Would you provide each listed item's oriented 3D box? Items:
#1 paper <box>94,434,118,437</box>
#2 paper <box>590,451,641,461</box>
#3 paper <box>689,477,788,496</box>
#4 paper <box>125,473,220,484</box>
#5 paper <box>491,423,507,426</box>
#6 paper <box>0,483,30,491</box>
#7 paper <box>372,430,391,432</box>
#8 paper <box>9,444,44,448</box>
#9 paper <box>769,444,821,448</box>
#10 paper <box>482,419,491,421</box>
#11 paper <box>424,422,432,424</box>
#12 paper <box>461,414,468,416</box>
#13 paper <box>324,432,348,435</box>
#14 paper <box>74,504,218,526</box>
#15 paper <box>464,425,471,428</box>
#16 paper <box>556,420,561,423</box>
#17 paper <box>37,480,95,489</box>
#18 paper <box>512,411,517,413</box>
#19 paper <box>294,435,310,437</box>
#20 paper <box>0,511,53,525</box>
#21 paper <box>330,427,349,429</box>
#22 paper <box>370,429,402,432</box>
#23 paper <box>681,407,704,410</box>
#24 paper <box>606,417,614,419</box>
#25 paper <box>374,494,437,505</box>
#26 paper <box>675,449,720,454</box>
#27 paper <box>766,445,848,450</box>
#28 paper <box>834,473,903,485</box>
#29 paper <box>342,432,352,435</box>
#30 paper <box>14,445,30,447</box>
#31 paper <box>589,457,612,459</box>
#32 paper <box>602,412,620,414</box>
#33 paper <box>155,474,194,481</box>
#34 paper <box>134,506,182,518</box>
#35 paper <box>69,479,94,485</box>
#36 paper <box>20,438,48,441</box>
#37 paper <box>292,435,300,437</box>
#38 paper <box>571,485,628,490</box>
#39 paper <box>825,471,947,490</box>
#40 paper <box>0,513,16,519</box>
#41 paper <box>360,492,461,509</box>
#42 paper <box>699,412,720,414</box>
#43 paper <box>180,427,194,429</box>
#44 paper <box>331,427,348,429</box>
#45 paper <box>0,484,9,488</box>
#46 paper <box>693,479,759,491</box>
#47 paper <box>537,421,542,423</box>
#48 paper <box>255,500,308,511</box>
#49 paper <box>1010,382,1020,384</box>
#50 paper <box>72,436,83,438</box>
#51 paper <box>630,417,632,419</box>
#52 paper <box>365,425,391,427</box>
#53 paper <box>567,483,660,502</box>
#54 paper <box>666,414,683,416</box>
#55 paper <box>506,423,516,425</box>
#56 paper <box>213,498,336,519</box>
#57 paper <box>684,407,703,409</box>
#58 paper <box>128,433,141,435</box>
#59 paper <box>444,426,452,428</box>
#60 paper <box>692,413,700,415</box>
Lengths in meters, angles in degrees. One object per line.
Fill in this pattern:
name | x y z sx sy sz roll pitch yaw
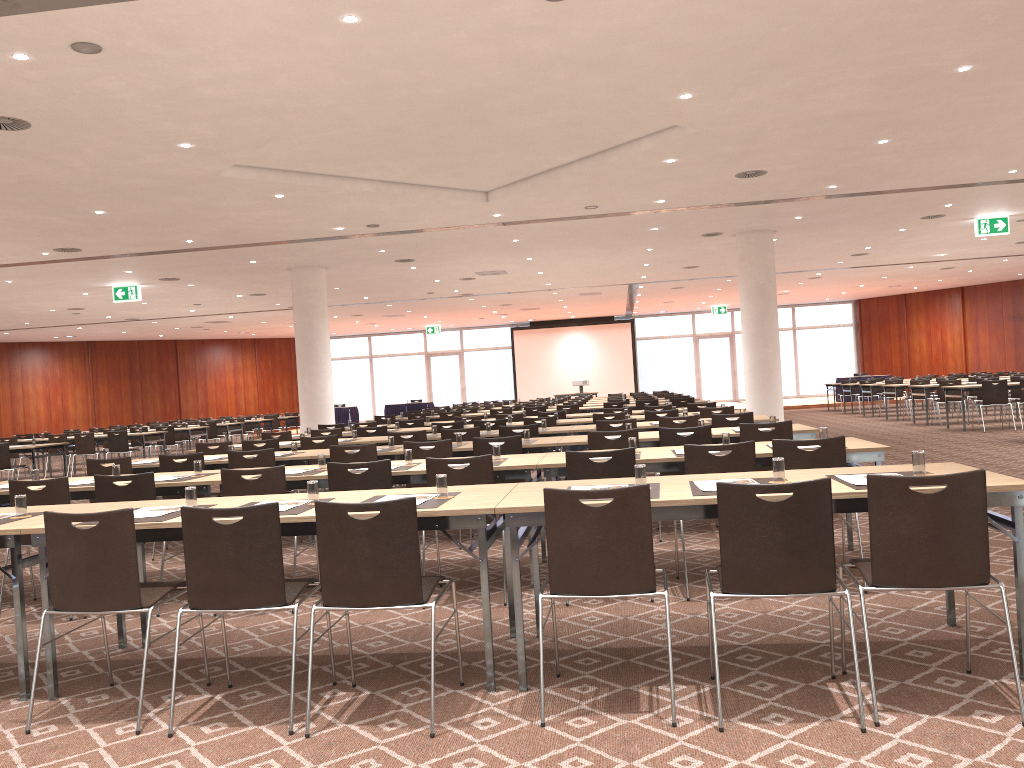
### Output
paper | -8.723 1.101 18.925 0.460 0.003 0.565 -4 0 5
paper | 0.663 0.505 6.181 0.460 0.003 0.565 -4 0 9
paper | 1.069 0.477 4.142 0.460 0.003 0.565 -4 0 10
paper | -2.507 0.700 6.587 0.460 0.003 0.565 -4 0 10
paper | -0.244 0.568 12.406 0.283 0.006 0.398 -4 0 11
paper | -3.828 0.781 6.742 0.460 0.003 0.565 -4 0 9
paper | -1.862 0.667 12.595 0.283 0.006 0.398 -4 0 7
paper | -8.506 1.081 15.370 0.460 0.003 0.565 -4 0 4
paper | 1.932 0.424 6.082 0.283 0.006 0.398 -4 0 7
paper | -0.610 0.597 14.389 0.460 0.003 0.565 -4 0 10
paper | -1.580 0.657 14.507 0.460 0.003 0.565 -4 0 4
paper | -1.141 0.636 17.983 0.460 0.003 0.565 -4 0 8
paper | -2.520 0.707 12.678 0.283 0.006 0.398 -4 0 7
paper | -1.822 0.654 4.447 0.460 0.003 0.565 -4 0 7
paper | -0.831 0.607 12.390 0.460 0.003 0.565 -4 0 4
paper | 0.430 0.530 12.256 0.460 0.003 0.565 -4 0 6
paper | -3.171 0.740 6.653 0.460 0.003 0.565 -4 0 6
paper | -0.164 0.576 17.857 0.460 0.003 0.565 -4 0 7
paper | -3.103 0.747 12.701 0.460 0.003 0.565 -4 0 6
paper | -2.755 0.711 4.576 0.460 0.003 0.565 -4 0 5
paper | -2.857 0.735 14.652 0.460 0.003 0.565 -4 0 8
paper | -1.822 0.668 12.518 0.460 0.003 0.565 -4 0 4
paper | 2.911 0.382 13.976 0.460 0.003 0.565 -4 0 8
paper | 1.350 0.470 12.182 0.283 0.006 0.398 -4 0 8
paper | -0.542 0.572 4.375 0.283 0.006 0.398 -4 0 10
paper | 1.281 0.464 6.155 0.283 0.006 0.398 -4 0 8
paper | 1.990 0.424 6.024 0.460 0.003 0.565 -4 0 10
paper | 1.678 0.436 4.079 0.283 0.006 0.398 -4 0 7
paper | -2.440 0.706 12.606 0.460 0.003 0.565 -4 0 6
paper | -8.562 1.081 15.407 0.283 0.006 0.398 -4 0 6
paper | 0.633 0.503 6.236 0.283 0.006 0.398 -4 0 7
paper | 1.582 0.459 14.192 0.283 0.006 0.398 -4 0 7
paper | -2.577 0.700 6.629 0.283 0.006 0.398 -4 0 8
paper | -1.840 0.651 4.528 0.283 0.006 0.398 -4 0 5
paper | -3.232 0.740 6.735 0.283 0.006 0.398 -4 0 7
paper | -10.303 1.197 19.119 0.460 0.003 0.565 -4 0 8
paper | -3.123 0.744 12.757 0.283 0.006 0.398 -4 0 9
paper | 0.420 0.513 4.277 0.283 0.006 0.398 -4 0 7
paper | 1.731 0.436 4.042 0.460 0.003 0.565 -4 0 7
paper | -2.812 0.711 4.662 0.283 0.006 0.398 -4 0 9
paper | -0.530 0.575 4.341 0.460 0.003 0.565 -4 0 8
paper | 2.675 0.389 12.044 0.283 0.006 0.398 -4 0 8
paper | -7.829 1.049 20.811 0.460 0.003 0.565 -4 0 10
paper | -2.881 0.733 14.761 0.283 0.006 0.398 -4 0 7
paper | -3.862 0.779 6.814 0.283 0.006 0.398 -4 0 8
paper | 1.023 0.476 4.205 0.283 0.006 0.398 -4 0 5
paper | 0.380 0.529 12.314 0.283 0.006 0.398 -4 0 6
paper | -1.199 0.612 4.451 0.283 0.006 0.398 -4 0 8
paper | 9.501 -0.016 16.690 0.460 0.003 0.565 -4 0 5
paper | -9.365 1.140 18.985 0.460 0.003 0.565 -4 0 4
paper | 1.408 0.470 12.120 0.460 0.003 0.565 -4 0 6
paper | -2.230 0.697 14.596 0.460 0.003 0.565 -4 0 6
paper | 0.469 0.514 4.216 0.460 0.003 0.565 -4 0 10
paper | 2.073 0.429 12.067 0.460 0.003 0.565 -4 0 6
paper | -0.202 0.569 12.312 0.460 0.003 0.565 -4 0 8
paper | -1.186 0.615 4.400 0.460 0.003 0.565 -4 0 7
paper | 2.879 0.380 14.015 0.283 0.006 0.398 -4 0 5
paper | -8.081 1.061 18.835 0.460 0.003 0.565 -4 0 8
paper | -0.881 0.607 12.480 0.283 0.006 0.398 -4 0 5
paper | 2.672 0.393 11.952 0.460 0.003 0.565 -4 0 8
